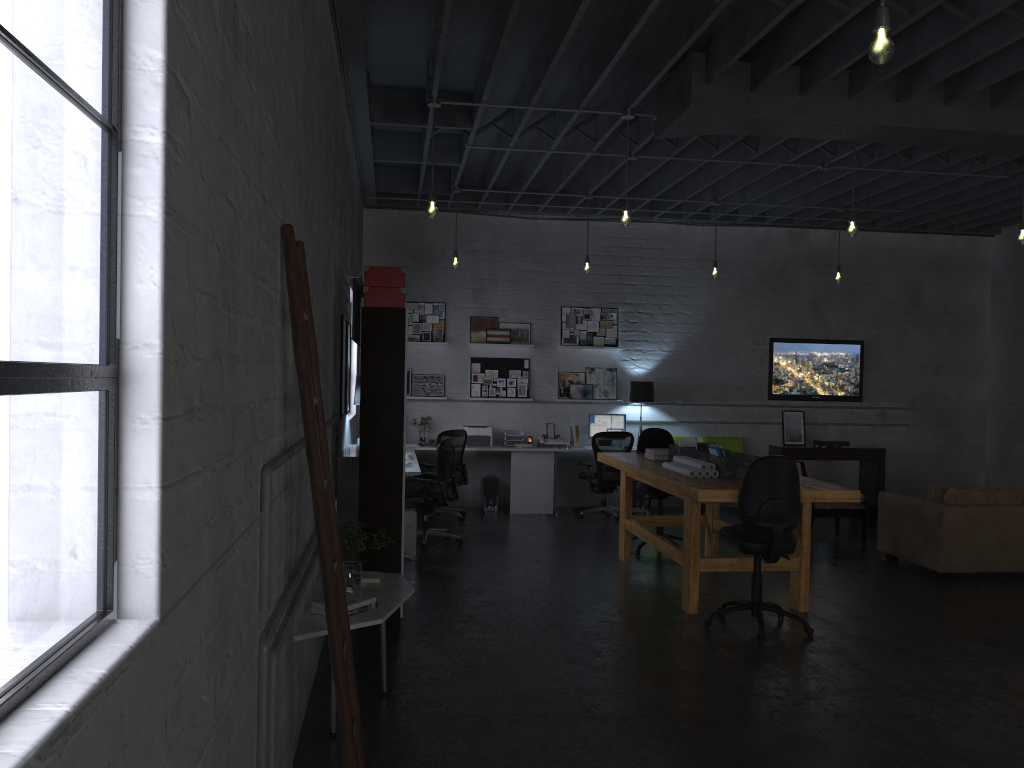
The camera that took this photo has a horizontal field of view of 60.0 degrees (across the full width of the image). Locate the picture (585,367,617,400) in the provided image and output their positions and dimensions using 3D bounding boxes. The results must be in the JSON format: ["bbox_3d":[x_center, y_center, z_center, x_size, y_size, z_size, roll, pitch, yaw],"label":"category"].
[{"bbox_3d":[1.136,-0.004,11.277,0.410,0.408,0.047,1,1,-8],"label":"picture"}]

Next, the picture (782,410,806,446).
[{"bbox_3d":[3.688,0.576,11.609,0.308,0.457,0.092,1,1,-8],"label":"picture"}]

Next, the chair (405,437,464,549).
[{"bbox_3d":[-0.835,1.031,8.639,0.753,1.032,0.731,1,1,-4],"label":"chair"}]

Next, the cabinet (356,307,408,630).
[{"bbox_3d":[-0.881,0.537,6.050,0.291,2.048,0.873,1,1,-8],"label":"cabinet"}]

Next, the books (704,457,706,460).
[{"bbox_3d":[1.596,0.591,6.890,0.232,0.027,0.184,1,0,-36],"label":"books"}]

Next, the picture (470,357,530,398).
[{"bbox_3d":[-0.150,-0.077,11.096,0.749,0.503,0.058,1,1,-8],"label":"picture"}]

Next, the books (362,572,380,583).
[{"bbox_3d":[-0.826,1.027,4.715,0.248,0.021,0.176,1,0,-8],"label":"books"}]

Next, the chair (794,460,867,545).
[{"bbox_3d":[3.218,1.207,9.255,0.725,0.842,0.574,1,1,-8],"label":"chair"}]

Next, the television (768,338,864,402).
[{"bbox_3d":[3.997,-0.181,11.646,1.324,0.816,0.021,1,1,-8],"label":"television"}]

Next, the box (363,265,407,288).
[{"bbox_3d":[-0.815,-0.679,5.698,0.270,0.131,0.206,1,1,-8],"label":"box"}]

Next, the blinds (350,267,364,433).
[{"bbox_3d":[-1.528,-0.214,8.832,0.100,1.632,2.118,1,1,-8],"label":"blinds"}]

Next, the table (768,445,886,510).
[{"bbox_3d":[4.082,1.223,11.528,1.410,0.820,0.403,1,1,-8],"label":"table"}]

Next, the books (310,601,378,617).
[{"bbox_3d":[-0.772,1.027,4.079,0.185,0.031,0.250,1,0,34],"label":"books"}]

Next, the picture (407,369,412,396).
[{"bbox_3d":[-1.418,-0.022,10.934,0.355,0.343,0.042,1,1,-8],"label":"picture"}]

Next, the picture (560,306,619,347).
[{"bbox_3d":[0.984,-0.722,11.233,0.749,0.503,0.058,1,1,-8],"label":"picture"}]

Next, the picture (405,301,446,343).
[{"bbox_3d":[-1.194,-0.766,10.937,0.749,0.503,0.058,1,1,-8],"label":"picture"}]

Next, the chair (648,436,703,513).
[{"bbox_3d":[2.061,1.132,11.193,0.611,0.921,0.516,1,1,-8],"label":"chair"}]

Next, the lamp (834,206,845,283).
[{"bbox_3d":[3.786,-1.605,10.260,0.104,0.878,0.104,2,2,36],"label":"lamp"}]

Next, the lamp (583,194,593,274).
[{"bbox_3d":[0.843,-1.665,9.860,0.104,0.878,0.104,1,1,-8],"label":"lamp"}]

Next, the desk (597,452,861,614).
[{"bbox_3d":[1.552,1.142,7.192,1.115,0.926,2.831,1,0,-8],"label":"desk"}]

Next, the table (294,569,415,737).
[{"bbox_3d":[-0.739,1.308,4.360,0.517,0.532,1.336,1,0,-8],"label":"table"}]

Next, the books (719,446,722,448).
[{"bbox_3d":[1.601,0.586,7.101,0.143,0.188,0.061,1,1,-8],"label":"books"}]

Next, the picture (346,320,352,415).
[{"bbox_3d":[-1.399,-0.137,7.567,0.020,0.780,0.606,1,1,-8],"label":"picture"}]

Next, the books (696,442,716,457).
[{"bbox_3d":[1.537,0.571,7.061,0.158,0.214,0.063,1,1,-8],"label":"books"}]

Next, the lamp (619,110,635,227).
[{"bbox_3d":[0.881,-1.646,6.811,0.104,0.878,0.104,1,1,-8],"label":"lamp"}]

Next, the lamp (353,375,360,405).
[{"bbox_3d":[-1.237,0.341,7.844,0.333,0.832,0.333,2,2,44],"label":"lamp"}]

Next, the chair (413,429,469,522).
[{"bbox_3d":[-0.857,1.022,10.106,0.752,1.032,0.732,1,1,16],"label":"chair"}]

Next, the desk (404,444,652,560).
[{"bbox_3d":[0.106,1.169,9.528,3.575,0.786,3.297,1,0,-8],"label":"desk"}]

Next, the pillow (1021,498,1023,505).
[{"bbox_3d":[4.733,1.100,7.819,0.666,0.402,0.291,1,1,-8],"label":"pillow"}]

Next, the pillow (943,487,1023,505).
[{"bbox_3d":[4.064,1.086,7.728,0.704,0.402,0.291,1,1,-8],"label":"pillow"}]

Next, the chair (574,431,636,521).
[{"bbox_3d":[1.071,1.060,10.523,0.732,1.032,0.752,0,1,-39],"label":"chair"}]

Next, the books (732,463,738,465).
[{"bbox_3d":[1.605,0.616,6.895,0.250,0.022,0.205,1,0,-3],"label":"books"}]

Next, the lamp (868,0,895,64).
[{"bbox_3d":[1.363,-1.615,3.247,0.104,0.878,0.104,1,1,10],"label":"lamp"}]

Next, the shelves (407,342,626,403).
[{"bbox_3d":[-0.092,-0.145,11.031,3.024,0.694,0.199,1,1,-8],"label":"shelves"}]

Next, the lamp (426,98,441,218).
[{"bbox_3d":[-0.588,-1.676,6.611,0.104,0.878,0.104,1,1,-8],"label":"lamp"}]

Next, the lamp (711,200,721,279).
[{"bbox_3d":[2.312,-1.635,10.060,0.104,0.878,0.104,1,1,-8],"label":"lamp"}]

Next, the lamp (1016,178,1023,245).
[{"bbox_3d":[4.192,-1.579,7.260,0.104,0.878,0.104,2,2,36],"label":"lamp"}]

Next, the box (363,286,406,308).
[{"bbox_3d":[-0.818,-0.549,5.701,0.270,0.131,0.206,1,1,-8],"label":"box"}]

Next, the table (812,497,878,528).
[{"bbox_3d":[3.788,1.483,10.490,0.873,0.300,0.873,1,0,-4],"label":"table"}]

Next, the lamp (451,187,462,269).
[{"bbox_3d":[-0.608,-1.694,9.663,0.104,0.878,0.104,1,1,-8],"label":"lamp"}]

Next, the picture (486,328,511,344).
[{"bbox_3d":[-0.171,-0.592,11.070,0.311,0.196,0.029,1,1,-8],"label":"picture"}]

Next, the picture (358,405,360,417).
[{"bbox_3d":[-1.762,0.312,10.250,0.036,0.221,0.289,1,1,-8],"label":"picture"}]

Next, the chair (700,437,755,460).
[{"bbox_3d":[2.750,1.146,11.287,0.611,0.921,0.516,1,1,-8],"label":"chair"}]

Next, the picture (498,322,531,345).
[{"bbox_3d":[0.031,-0.628,11.112,0.410,0.277,0.036,1,1,-8],"label":"picture"}]

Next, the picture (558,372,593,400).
[{"bbox_3d":[0.803,0.021,11.224,0.452,0.345,0.054,1,1,-8],"label":"picture"}]

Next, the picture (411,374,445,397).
[{"bbox_3d":[-1.037,0.018,10.984,0.410,0.277,0.036,1,1,-8],"label":"picture"}]

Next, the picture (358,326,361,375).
[{"bbox_3d":[-1.780,-0.303,10.401,0.020,0.935,0.658,1,1,-8],"label":"picture"}]

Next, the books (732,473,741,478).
[{"bbox_3d":[1.695,0.669,6.594,0.155,0.029,0.226,1,0,-8],"label":"books"}]

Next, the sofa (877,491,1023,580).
[{"bbox_3d":[4.669,1.351,8.062,2.330,0.629,1.104,1,1,-8],"label":"sofa"}]

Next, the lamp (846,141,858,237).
[{"bbox_3d":[2.718,-1.609,7.060,0.104,0.878,0.104,1,1,-8],"label":"lamp"}]

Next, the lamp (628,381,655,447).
[{"bbox_3d":[1.622,0.382,11.145,0.333,0.832,0.333,2,2,44],"label":"lamp"}]

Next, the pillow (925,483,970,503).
[{"bbox_3d":[3.898,1.081,7.919,0.523,0.403,0.319,1,1,12],"label":"pillow"}]

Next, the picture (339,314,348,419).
[{"bbox_3d":[-1.304,-0.131,6.872,0.020,0.780,0.606,1,1,-8],"label":"picture"}]

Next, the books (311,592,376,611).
[{"bbox_3d":[-0.770,1.000,4.068,0.185,0.022,0.234,1,0,30],"label":"books"}]

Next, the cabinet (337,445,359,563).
[{"bbox_3d":[-1.128,1.039,7.076,0.465,1.021,1.151,1,1,-8],"label":"cabinet"}]

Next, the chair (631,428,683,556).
[{"bbox_3d":[1.446,1.013,8.447,0.659,1.165,0.686,1,1,-10],"label":"chair"}]

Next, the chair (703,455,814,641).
[{"bbox_3d":[1.602,1.032,5.880,0.659,1.165,0.686,1,1,-10],"label":"chair"}]

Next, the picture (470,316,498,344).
[{"bbox_3d":[-0.350,-0.669,11.062,0.355,0.343,0.042,1,1,-8],"label":"picture"}]

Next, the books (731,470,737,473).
[{"bbox_3d":[1.698,0.644,6.595,0.141,0.021,0.203,1,0,-7],"label":"books"}]
